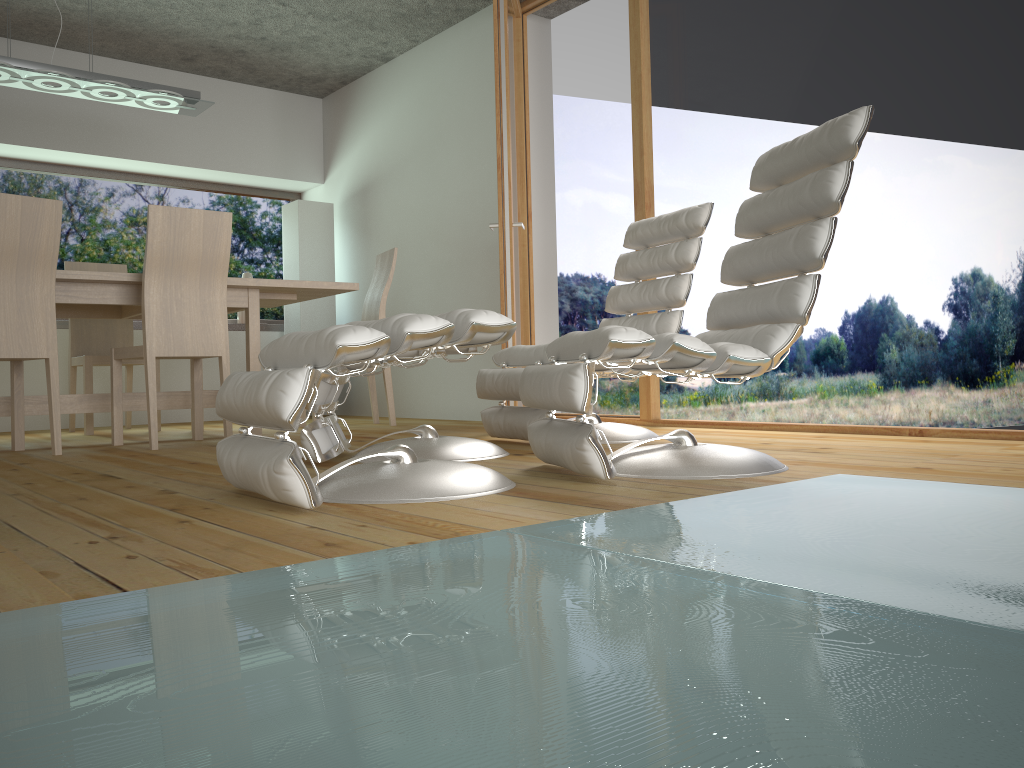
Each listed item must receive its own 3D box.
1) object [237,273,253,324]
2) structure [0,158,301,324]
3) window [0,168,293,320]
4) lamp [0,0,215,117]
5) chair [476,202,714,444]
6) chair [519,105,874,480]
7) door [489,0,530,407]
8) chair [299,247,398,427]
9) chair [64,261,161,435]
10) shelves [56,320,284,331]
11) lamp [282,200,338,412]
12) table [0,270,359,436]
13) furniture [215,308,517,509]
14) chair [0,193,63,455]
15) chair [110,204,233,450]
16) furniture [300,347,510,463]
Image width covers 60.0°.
[{"bbox_3d":[-1.966,-0.632,6.595,0.153,0.384,0.153,-1,-1,-43],"label":"object"},{"bbox_3d":[-3.477,-0.906,5.497,4.876,1.154,0.525,-2,0,-39],"label":"structure"},{"bbox_3d":[-3.381,-0.942,5.849,4.187,0.979,0.012,-2,-1,-39],"label":"window"},{"bbox_3d":[-2.235,-1.804,4.291,1.490,0.720,0.290,-2,0,-39],"label":"lamp"},{"bbox_3d":[0.350,-0.258,3.702,0.914,0.969,0.569,-1,-1,-29],"label":"chair"},{"bbox_3d":[0.503,-0.248,2.517,0.914,0.969,0.569,-1,-1,-14],"label":"chair"},{"bbox_3d":[0.009,-1.000,4.751,0.163,2.419,0.934,-2,-1,6],"label":"door"},{"bbox_3d":[-0.944,-0.264,5.102,0.506,1.017,0.404,-1,-1,-26],"label":"chair"},{"bbox_3d":[-2.360,-0.229,5.200,0.404,1.017,0.506,-1,-1,-40],"label":"chair"},{"bbox_3d":[-3.448,-0.362,5.470,4.872,0.054,0.403,-2,1,-39],"label":"shelves"},{"bbox_3d":[-1.471,-0.557,6.447,0.280,1.501,0.280,-1,-1,-39],"label":"lamp"},{"bbox_3d":[-2.125,-0.094,4.214,2.501,0.756,1.199,-2,0,-36],"label":"table"},{"bbox_3d":[-0.327,0.041,2.182,0.686,0.439,0.569,-2,0,-32],"label":"furniture"},{"bbox_3d":[-2.090,-0.218,3.559,0.506,1.017,0.404,-2,-1,40],"label":"chair"},{"bbox_3d":[-1.508,-0.237,3.954,0.404,1.017,0.506,-1,-1,-39],"label":"chair"},{"bbox_3d":[-0.356,0.032,3.073,0.686,0.439,0.569,-1,0,-4],"label":"furniture"}]
